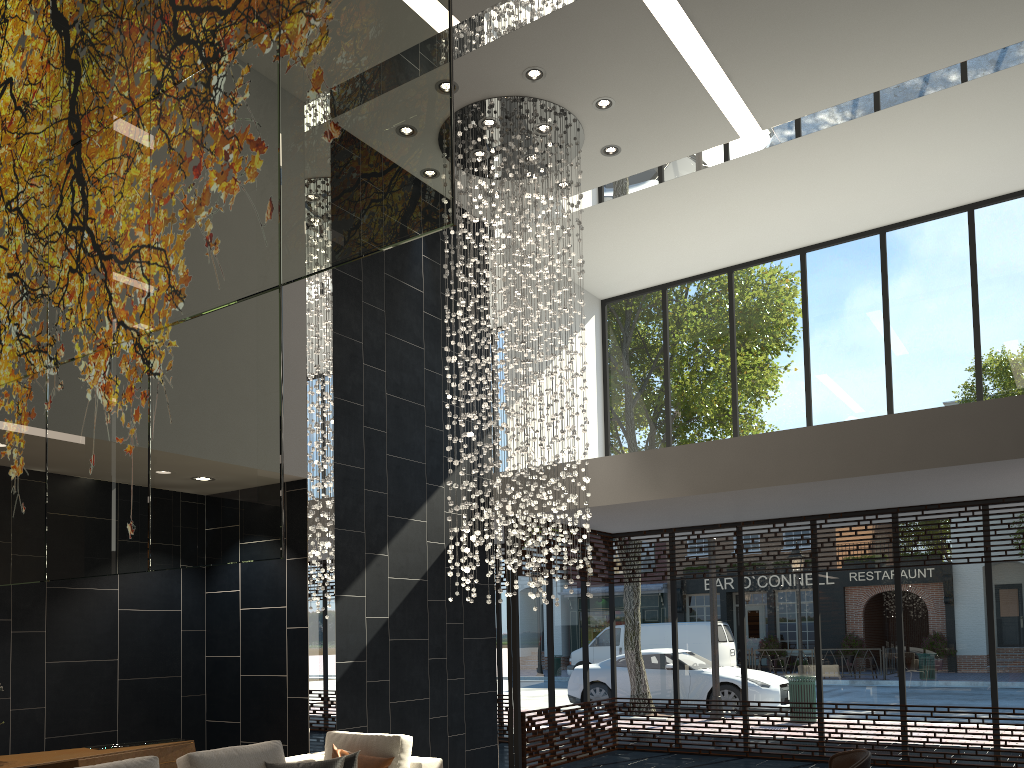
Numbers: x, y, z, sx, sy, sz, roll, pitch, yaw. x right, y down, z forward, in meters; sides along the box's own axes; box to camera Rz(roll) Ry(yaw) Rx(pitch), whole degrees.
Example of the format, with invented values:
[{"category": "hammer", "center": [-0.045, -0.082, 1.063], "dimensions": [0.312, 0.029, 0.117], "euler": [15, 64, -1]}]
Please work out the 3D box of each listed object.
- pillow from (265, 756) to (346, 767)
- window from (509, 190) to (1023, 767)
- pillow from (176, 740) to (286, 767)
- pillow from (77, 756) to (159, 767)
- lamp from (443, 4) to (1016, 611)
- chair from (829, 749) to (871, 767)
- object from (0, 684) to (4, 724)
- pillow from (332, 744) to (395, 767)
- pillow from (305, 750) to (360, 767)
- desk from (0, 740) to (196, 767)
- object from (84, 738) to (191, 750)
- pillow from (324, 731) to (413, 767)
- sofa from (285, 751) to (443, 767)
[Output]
[{"category": "pillow", "center": [-1.264, 2.465, 5.241], "dimensions": [0.505, 0.355, 0.308], "euler": [0, -9, -7]}, {"category": "window", "center": [3.174, 1.002, 8.703], "dimensions": [6.226, 5.847, 2.387], "euler": [-8, -8, 33]}, {"category": "pillow", "center": [-1.654, 2.422, 5.245], "dimensions": [0.293, 0.422, 0.735], "euler": [-6, -14, 34]}, {"category": "pillow", "center": [-2.155, 2.207, 4.499], "dimensions": [0.250, 0.437, 0.736], "euler": [-5, -13, 33]}, {"category": "lamp", "center": [-2.627, -44.952, 3.390], "dimensions": [402.383, 110.472, 411.668], "euler": [8, -18, -30]}, {"category": "chair", "center": [1.293, 2.209, 4.136], "dimensions": [0.789, 0.903, 0.695], "euler": [-1, -8, 1]}, {"category": "object", "center": [-3.557, 2.021, 5.254], "dimensions": [0.696, 0.656, 0.677], "euler": [-6, -11, 24]}, {"category": "pillow", "center": [-1.025, 2.532, 5.540], "dimensions": [0.525, 0.401, 0.273], "euler": [-8, -10, 29]}, {"category": "pillow", "center": [-1.171, 2.507, 5.398], "dimensions": [0.554, 0.404, 0.262], "euler": [-1, -7, 1]}, {"category": "desk", "center": [-3.212, 2.879, 5.790], "dimensions": [1.003, 0.723, 2.298], "euler": [-9, -17, 32]}, {"category": "object", "center": [-2.772, 2.684, 6.431], "dimensions": [0.246, 0.025, 0.723], "euler": [-16, -22, 41]}, {"category": "pillow", "center": [-0.976, 2.548, 5.742], "dimensions": [0.722, 0.445, 0.221], "euler": [-10, -10, 34]}, {"category": "sofa", "center": [-1.567, 2.585, 4.820], "dimensions": [1.309, 0.660, 2.920], "euler": [-10, -18, 32]}]
